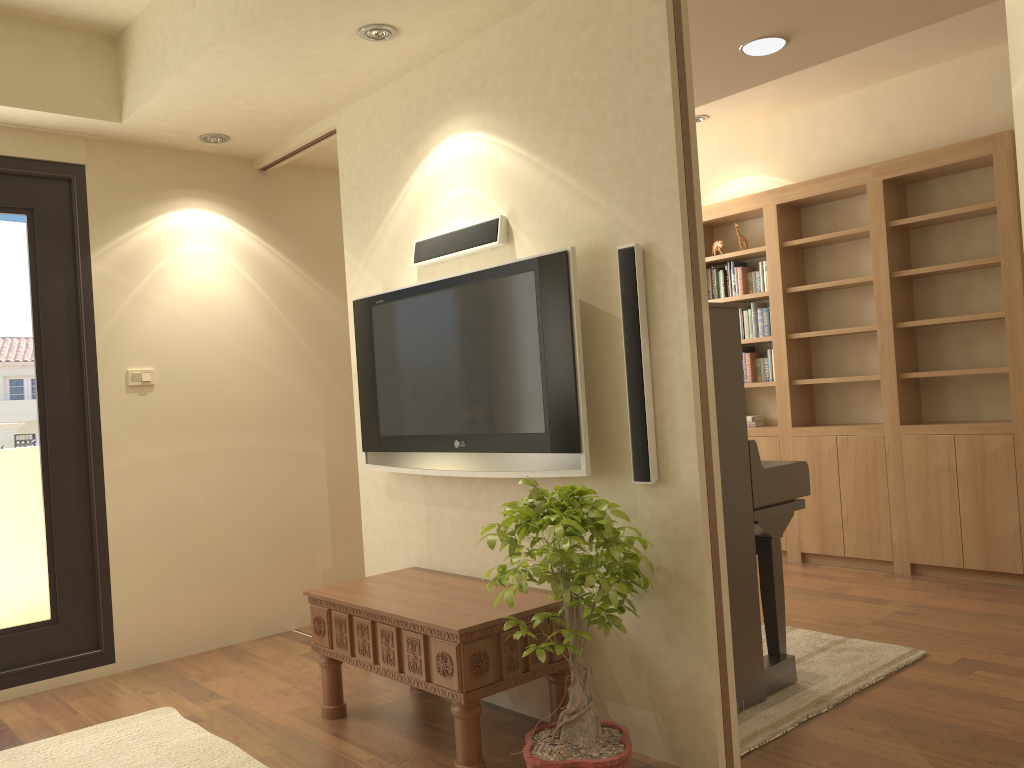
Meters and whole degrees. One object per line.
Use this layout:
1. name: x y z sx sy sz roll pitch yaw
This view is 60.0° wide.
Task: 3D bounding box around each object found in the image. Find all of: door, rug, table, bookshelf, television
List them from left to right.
1. rug: -1.989 1.367 1.641 3.592 0.011 2.482 -3 -1 -41
2. door: -2.400 0.162 3.991 1.011 2.420 0.118 -3 -1 -41
3. table: -0.280 1.027 3.311 0.538 0.493 1.009 -3 -1 -41
4. television: -0.199 -0.031 3.467 0.110 0.778 1.377 -3 -1 -41
5. rug: 0.675 1.210 3.935 1.412 0.011 1.717 -3 -1 -41
6. bookshelf: 1.873 -0.061 5.892 0.301 2.440 2.945 -3 -1 -41

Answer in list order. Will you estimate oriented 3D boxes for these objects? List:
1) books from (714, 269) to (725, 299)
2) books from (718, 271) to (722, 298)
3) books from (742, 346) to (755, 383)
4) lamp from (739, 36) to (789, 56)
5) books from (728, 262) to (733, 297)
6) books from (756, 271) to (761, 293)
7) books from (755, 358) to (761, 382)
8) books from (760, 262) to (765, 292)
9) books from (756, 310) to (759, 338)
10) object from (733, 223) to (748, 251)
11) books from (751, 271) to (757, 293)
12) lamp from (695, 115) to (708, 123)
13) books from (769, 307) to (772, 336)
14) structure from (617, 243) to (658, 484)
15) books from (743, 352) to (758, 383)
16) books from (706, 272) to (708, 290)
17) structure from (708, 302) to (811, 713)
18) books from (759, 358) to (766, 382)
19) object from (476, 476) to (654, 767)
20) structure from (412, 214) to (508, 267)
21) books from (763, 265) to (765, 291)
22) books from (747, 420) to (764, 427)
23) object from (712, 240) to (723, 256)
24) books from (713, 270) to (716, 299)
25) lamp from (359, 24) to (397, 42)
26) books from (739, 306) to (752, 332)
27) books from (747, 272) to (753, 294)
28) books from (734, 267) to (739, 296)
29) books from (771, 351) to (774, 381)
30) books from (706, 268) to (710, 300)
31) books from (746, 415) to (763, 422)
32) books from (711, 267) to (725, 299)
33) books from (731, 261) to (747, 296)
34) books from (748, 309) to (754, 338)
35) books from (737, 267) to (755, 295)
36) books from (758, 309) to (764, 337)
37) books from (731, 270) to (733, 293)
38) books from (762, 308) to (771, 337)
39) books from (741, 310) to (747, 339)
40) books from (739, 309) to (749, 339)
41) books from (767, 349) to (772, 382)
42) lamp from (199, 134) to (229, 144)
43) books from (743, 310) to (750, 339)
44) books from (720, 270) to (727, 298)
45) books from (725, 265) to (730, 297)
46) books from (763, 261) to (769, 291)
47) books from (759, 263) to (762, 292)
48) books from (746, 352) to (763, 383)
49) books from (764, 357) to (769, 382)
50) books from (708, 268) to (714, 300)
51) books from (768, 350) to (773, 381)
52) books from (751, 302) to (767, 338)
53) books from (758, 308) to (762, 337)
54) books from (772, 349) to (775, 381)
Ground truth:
1. books: 1.506 -0.708 6.336 0.168 0.224 0.014 -3 -1 -41
2. books: 1.529 -0.698 6.323 0.150 0.202 0.032 -3 -1 -41
3. books: 1.654 -0.135 6.214 0.154 0.254 0.026 -3 -1 -41
4. lamp: 1.055 -1.403 3.712 0.200 0.027 0.201 -3 -1 -41
5. books: 1.582 -0.729 6.264 0.145 0.255 0.019 -3 -1 -41
6. books: 1.734 -0.696 6.120 0.111 0.165 0.036 -3 -1 -41
7. books: 1.737 -0.097 6.155 0.111 0.165 0.036 -3 -1 -41
8. books: 1.751 -0.723 6.055 0.168 0.215 0.013 -3 -1 -41
9. books: 1.733 -0.407 6.112 0.143 0.200 0.011 -3 -1 -41
10. object: 1.573 -1.009 6.092 0.059 0.209 0.077 -3 -1 -37
11. books: 1.709 -0.694 6.148 0.111 0.165 0.036 -3 -1 -41
12. lamp: 1.256 -1.817 6.018 0.143 0.059 0.143 -3 -1 -36
13. books: 1.808 -0.419 6.016 0.156 0.211 0.026 -3 -1 -41
14. structure: 0.402 -0.063 2.841 0.036 0.764 0.079 -3 -1 -41
15. books: 1.673 -0.115 6.192 0.156 0.211 0.026 -3 -1 -41
16. books: 1.446 -0.711 6.419 0.148 0.242 0.035 -3 -1 -41
17. structure: 0.423 0.488 3.859 0.792 1.502 1.493 -3 -1 -41
18. books: 1.761 -0.099 6.128 0.111 0.165 0.036 -3 -1 -41
19. object: 0.183 0.754 2.710 0.528 0.957 0.565 -4 -1 1
20. structure: -0.219 -0.561 3.511 0.048 0.111 0.559 -3 -1 -41
21. books: 1.764 -0.718 6.048 0.158 0.202 0.011 -3 -1 -41
22. books: 1.668 0.279 6.228 0.111 0.036 0.165 -3 -1 -41
23. object: 1.441 -0.949 6.253 0.062 0.111 0.274 -4 -1 1
24. books: 1.498 -0.702 6.345 0.168 0.215 0.009 -3 -1 -41
25. lamp: -0.502 -1.332 3.320 0.143 0.059 0.143 -3 -1 -36
26. books: 1.639 -0.421 6.206 0.158 0.243 0.016 -3 -1 -41
27. books: 1.685 -0.692 6.176 0.111 0.165 0.036 -3 -1 -41
28. books: 1.621 -0.710 6.213 0.156 0.211 0.026 -3 -1 -41
29. books: 1.816 -0.122 6.027 0.158 0.202 0.011 -3 -1 -41
30. books: 1.462 -0.713 6.397 0.152 0.242 0.019 -3 -1 -41
31. books: 1.662 0.242 6.220 0.111 0.036 0.165 -3 -1 -36
32. books: 1.492 -0.716 6.358 0.158 0.243 0.016 -3 -1 -41
33. books: 1.603 -0.731 6.234 0.154 0.254 0.026 -3 -1 -41
34. books: 1.697 -0.410 6.143 0.156 0.211 0.026 -3 -1 -41
35. books: 1.640 -0.710 6.187 0.162 0.206 0.036 -3 -1 -41
36. books: 1.751 -0.412 6.077 0.162 0.206 0.036 -3 -1 -41
37. books: 1.596 -0.703 6.252 0.143 0.200 0.011 -3 -1 -41
38. books: 1.780 -0.414 6.044 0.162 0.206 0.049 -3 -1 -41
39. books: 1.657 -0.409 6.180 0.168 0.215 0.009 -3 -1 -41
40. books: 1.647 -0.413 6.190 0.168 0.224 0.014 -3 -1 -41
41. books: 1.803 -0.129 6.068 0.124 0.218 0.036 -3 -1 -41
42. lamp: -1.496 -1.251 4.456 0.143 0.059 0.143 -3 -1 -36
43. books: 1.674 -0.406 6.165 0.162 0.206 0.036 -3 -1 -41
44. books: 1.544 -0.702 6.296 0.163 0.207 0.026 -3 -1 -41
45. books: 1.570 -0.719 6.284 0.139 0.237 0.026 -3 -1 -41
46. books: 1.773 -0.725 6.030 0.167 0.215 0.026 -3 -1 -41
47. books: 1.751 -0.724 6.088 0.124 0.218 0.036 -3 -1 -41
48. books: 1.692 -0.114 6.166 0.162 0.206 0.036 -3 -1 -41
49. books: 1.785 -0.101 6.100 0.111 0.165 0.036 -3 -1 -41
50. books: 1.473 -0.710 6.381 0.157 0.235 0.017 -3 -1 -41
51. books: 1.803 -0.128 6.034 0.168 0.215 0.013 -3 -1 -41
52. books: 1.714 -0.433 6.124 0.154 0.254 0.026 -3 -1 -41
53. books: 1.735 -0.415 6.097 0.127 0.215 0.011 -3 -1 -41
54. books: 1.825 -0.129 6.010 0.167 0.215 0.026 -3 -1 -41
